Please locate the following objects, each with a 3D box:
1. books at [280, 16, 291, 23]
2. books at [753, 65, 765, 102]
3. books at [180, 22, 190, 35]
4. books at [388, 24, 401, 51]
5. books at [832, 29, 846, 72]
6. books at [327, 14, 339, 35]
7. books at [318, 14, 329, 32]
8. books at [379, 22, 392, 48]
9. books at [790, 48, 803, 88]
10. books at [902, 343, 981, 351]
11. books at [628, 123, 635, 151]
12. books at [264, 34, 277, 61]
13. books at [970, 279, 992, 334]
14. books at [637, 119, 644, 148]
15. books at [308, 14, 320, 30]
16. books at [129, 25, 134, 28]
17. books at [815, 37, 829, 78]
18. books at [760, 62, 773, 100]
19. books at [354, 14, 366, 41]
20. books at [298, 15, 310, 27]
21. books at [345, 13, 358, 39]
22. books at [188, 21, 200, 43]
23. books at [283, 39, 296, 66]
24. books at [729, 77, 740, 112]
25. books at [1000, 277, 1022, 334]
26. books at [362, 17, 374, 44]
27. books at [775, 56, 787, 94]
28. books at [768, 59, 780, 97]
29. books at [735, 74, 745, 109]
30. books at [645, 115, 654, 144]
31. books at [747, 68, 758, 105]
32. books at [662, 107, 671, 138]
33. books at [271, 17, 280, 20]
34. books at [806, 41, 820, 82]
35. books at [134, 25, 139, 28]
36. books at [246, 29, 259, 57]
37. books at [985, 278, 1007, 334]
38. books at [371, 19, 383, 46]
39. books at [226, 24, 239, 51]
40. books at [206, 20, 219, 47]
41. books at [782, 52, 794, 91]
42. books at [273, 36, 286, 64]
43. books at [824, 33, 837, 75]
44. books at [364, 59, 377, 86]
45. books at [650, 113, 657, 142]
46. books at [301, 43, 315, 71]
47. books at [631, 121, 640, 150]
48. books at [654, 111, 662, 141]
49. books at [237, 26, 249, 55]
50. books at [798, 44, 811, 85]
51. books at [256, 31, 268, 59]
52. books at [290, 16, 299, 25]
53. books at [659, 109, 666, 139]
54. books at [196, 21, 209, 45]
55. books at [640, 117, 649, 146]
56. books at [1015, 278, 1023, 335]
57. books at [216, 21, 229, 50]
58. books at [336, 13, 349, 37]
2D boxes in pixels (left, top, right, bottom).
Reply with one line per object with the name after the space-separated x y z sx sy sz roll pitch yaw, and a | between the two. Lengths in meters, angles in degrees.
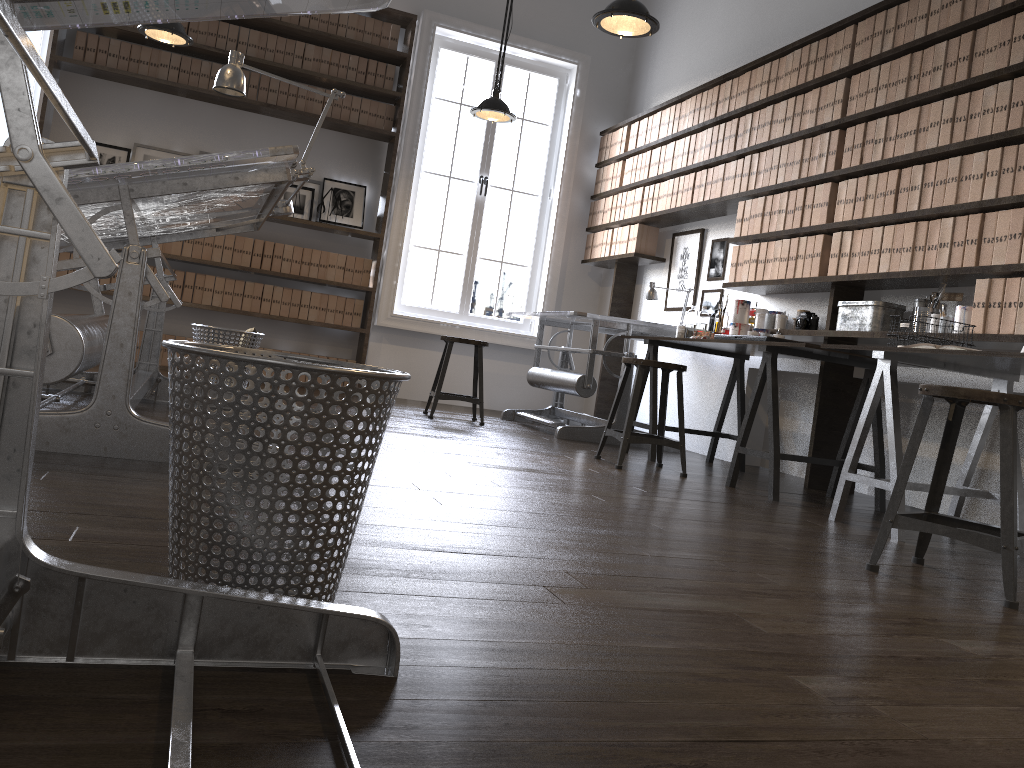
-1.726 -2.828 6.772 0.066 0.226 0.175 9 -1 -20 | books
1.559 -1.785 5.341 0.174 0.226 0.067 8 -1 -19 | books
-2.425 -2.602 6.528 0.067 0.226 0.175 9 -1 -20 | books
-0.952 -2.722 7.043 0.066 0.226 0.175 9 -1 -20 | books
1.792 -1.734 4.677 0.174 0.226 0.067 8 -1 -19 | books
-1.402 -2.784 6.887 0.066 0.226 0.175 9 -1 -20 | books
-1.468 -2.793 6.866 0.066 0.226 0.175 9 -1 -20 | books
-1.019 -2.731 7.024 0.066 0.226 0.175 9 -1 -20 | books
1.674 -1.760 5.005 0.174 0.226 0.067 8 -1 -19 | books
1.579 -0.108 3.092 0.255 0.029 0.355 8 1 -19 | books
1.009 -1.904 6.922 0.174 0.226 0.067 8 -1 -19 | books
-1.843 -2.522 6.734 0.067 0.226 0.175 9 -1 -20 | books
1.960 -0.301 3.588 0.174 0.226 0.067 8 -1 -19 | books
1.059 -1.893 6.781 0.174 0.226 0.067 8 -1 -19 | books
-1.532 -2.801 6.839 0.066 0.226 0.175 9 -1 -20 | books
-2.756 -2.647 6.410 0.067 0.226 0.175 9 -1 -20 | books
1.748 -1.744 4.809 0.174 0.226 0.067 8 -1 -19 | books
1.582 -1.780 5.272 0.174 0.226 0.067 8 -1 -19 | books
-1.210 -2.757 6.955 0.066 0.226 0.175 9 -1 -20 | books
-1.598 -2.810 6.812 0.066 0.226 0.175 9 -1 -20 | books
-1.268 -2.765 6.933 0.066 0.226 0.175 9 -1 -20 | books
-2.358 -2.593 6.558 0.066 0.226 0.175 9 -1 -20 | books
-1.714 -2.505 6.785 0.066 0.226 0.175 9 -1 -20 | books
1.474 -1.804 5.595 0.174 0.226 0.067 8 -1 -19 | books
2.011 -0.291 3.460 0.174 0.226 0.067 8 -1 -19 | books
-1.146 -2.748 6.973 0.067 0.226 0.175 9 -1 -20 | books
1.633 -1.769 5.142 0.174 0.226 0.067 8 -1 -19 | books
1.609 -1.774 5.207 0.174 0.226 0.067 8 -1 -19 | books
1.497 -1.799 5.528 0.174 0.226 0.067 8 -1 -19 | books
1.105 -1.883 6.647 0.174 0.226 0.067 8 -1 -19 | books
1.540 -1.789 5.401 0.174 0.226 0.067 8 -1 -19 | books
1.191 -1.864 6.393 0.174 0.226 0.067 8 -1 -19 | books
-1.796 -2.838 6.748 0.066 0.226 0.175 9 -1 -20 | books
1.722 -1.750 4.879 0.174 0.226 0.067 8 -1 -19 | books
-2.695 -2.639 6.438 0.066 0.226 0.175 9 -1 -20 | books
-1.965 -2.539 6.694 0.066 0.226 0.175 9 -1 -20 | books
1.988 -0.296 3.527 0.174 0.226 0.067 8 -1 -19 | books
-1.085 -2.740 7.000 0.066 0.226 0.175 9 -1 -20 | books
-2.102 -2.558 6.645 0.066 0.226 0.175 9 -1 -20 | books
-2.236 -2.576 6.594 0.067 0.226 0.175 9 -1 -20 | books
1.653 -1.765 5.075 0.174 0.226 0.067 8 -1 -19 | books
-1.780 -2.514 6.763 0.066 0.226 0.175 9 -1 -20 | books
1.773 -1.739 4.744 0.174 0.226 0.067 8 -1 -19 | books
-1.127 -2.424 6.988 0.067 0.226 0.175 9 -1 -20 | books
1.128 -1.878 6.580 0.174 0.226 0.067 8 -1 -19 | books
-1.580 -2.486 6.830 0.066 0.226 0.175 9 -1 -20 | books
1.029 -1.900 6.850 0.174 0.226 0.067 8 -1 -19 | books
1.145 -1.874 6.515 0.174 0.226 0.067 8 -1 -19 | books
-2.032 -2.548 6.668 0.067 0.226 0.175 9 -1 -20 | books
1.697 -1.755 4.937 0.174 0.226 0.067 8 -1 -19 | books
-1.906 -2.531 6.716 0.066 0.226 0.175 9 -1 -20 | books
-1.665 -2.820 6.788 0.067 0.226 0.175 9 -1 -20 | books
1.172 -1.869 6.453 0.174 0.226 0.067 8 -1 -19 | books
-2.296 -2.585 6.577 0.066 0.226 0.175 9 -1 -20 | books
1.078 -1.889 6.713 0.174 0.226 0.067 8 -1 -19 | books
2.031 -0.286 3.392 0.174 0.226 0.067 8 -1 -19 | books
-2.168 -2.567 6.618 0.066 0.226 0.175 9 -1 -20 | books
-1.335 -2.774 6.907 0.067 0.226 0.175 9 -1 -20 | books
